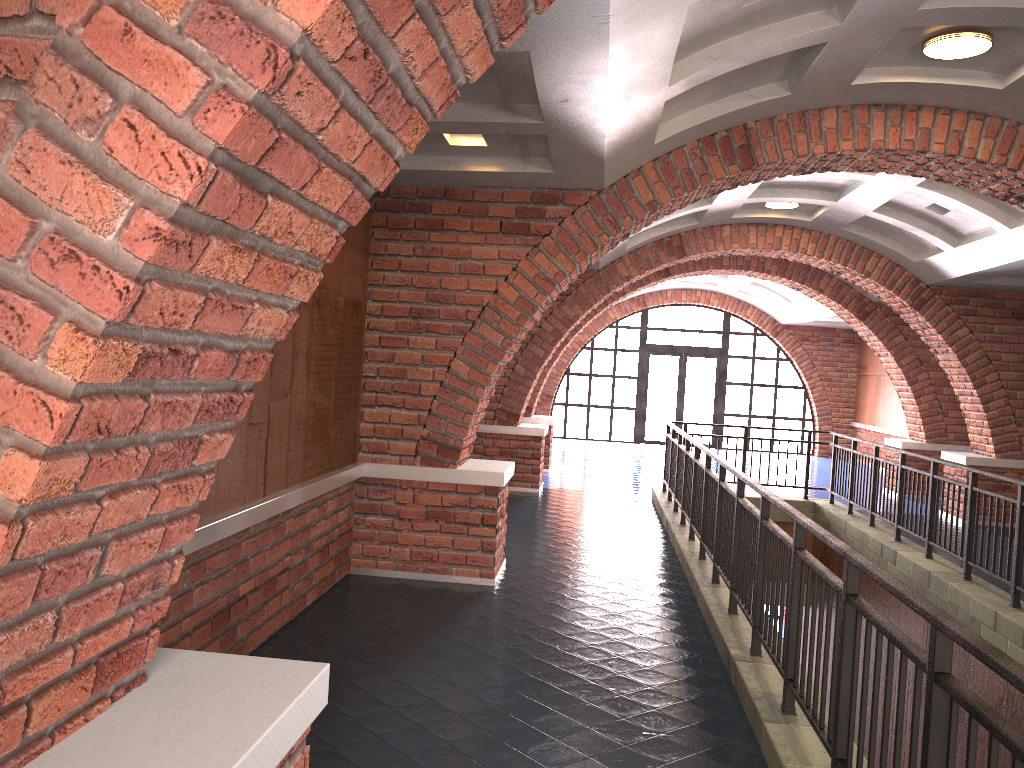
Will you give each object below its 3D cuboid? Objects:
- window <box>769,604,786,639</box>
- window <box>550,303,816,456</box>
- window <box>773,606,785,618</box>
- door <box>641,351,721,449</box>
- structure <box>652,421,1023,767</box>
[{"bbox_3d":[3.844,4.194,21.219,6.353,3.471,0.100,4,1,5],"label":"window"},{"bbox_3d":[4.106,-0.195,21.138,6.353,3.471,0.100,4,1,5],"label":"window"},{"bbox_3d":[4.037,4.166,23.230,6.353,3.471,0.100,4,1,5],"label":"window"},{"bbox_3d":[4.020,0.368,21.159,1.754,2.236,0.040,4,1,5],"label":"door"},{"bbox_3d":[2.514,3.469,6.734,2.464,5.665,11.177,4,1,5],"label":"structure"}]
